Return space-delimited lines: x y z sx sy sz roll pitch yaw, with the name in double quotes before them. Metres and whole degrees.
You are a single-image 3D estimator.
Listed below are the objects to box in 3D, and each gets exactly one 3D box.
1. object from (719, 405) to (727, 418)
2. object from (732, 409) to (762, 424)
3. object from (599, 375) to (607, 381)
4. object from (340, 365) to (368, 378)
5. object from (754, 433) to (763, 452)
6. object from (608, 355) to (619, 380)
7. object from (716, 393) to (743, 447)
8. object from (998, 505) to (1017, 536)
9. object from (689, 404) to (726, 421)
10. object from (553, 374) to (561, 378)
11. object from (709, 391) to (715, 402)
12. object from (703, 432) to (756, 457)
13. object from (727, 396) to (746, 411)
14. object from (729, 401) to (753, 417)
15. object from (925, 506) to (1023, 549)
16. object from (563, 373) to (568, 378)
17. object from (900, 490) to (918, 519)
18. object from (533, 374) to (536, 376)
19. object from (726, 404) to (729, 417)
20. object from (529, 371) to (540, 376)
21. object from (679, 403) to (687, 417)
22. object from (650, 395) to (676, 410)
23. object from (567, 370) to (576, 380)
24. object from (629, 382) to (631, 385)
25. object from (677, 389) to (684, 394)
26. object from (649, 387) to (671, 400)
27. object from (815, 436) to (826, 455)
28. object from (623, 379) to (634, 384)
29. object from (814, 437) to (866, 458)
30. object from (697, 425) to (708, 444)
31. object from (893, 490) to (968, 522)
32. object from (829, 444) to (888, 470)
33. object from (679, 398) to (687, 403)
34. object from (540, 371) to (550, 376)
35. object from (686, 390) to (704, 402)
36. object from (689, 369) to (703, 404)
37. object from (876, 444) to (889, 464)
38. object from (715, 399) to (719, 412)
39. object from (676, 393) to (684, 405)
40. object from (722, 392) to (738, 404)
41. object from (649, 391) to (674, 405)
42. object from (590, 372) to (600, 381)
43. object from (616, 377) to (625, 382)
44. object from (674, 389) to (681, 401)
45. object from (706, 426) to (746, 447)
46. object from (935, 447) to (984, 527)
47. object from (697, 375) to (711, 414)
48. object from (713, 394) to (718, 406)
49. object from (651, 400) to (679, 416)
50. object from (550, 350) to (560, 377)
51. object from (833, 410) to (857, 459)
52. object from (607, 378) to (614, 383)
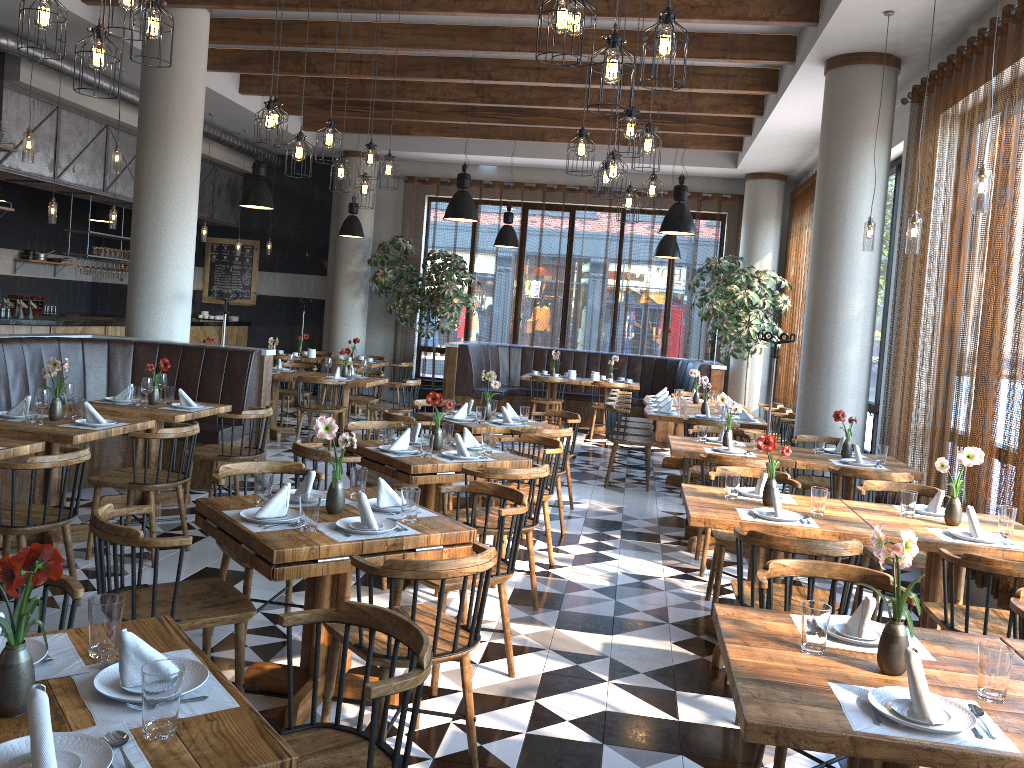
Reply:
"object" 2.118 0.274 8.902 0.080 0.132 0.080 4 3 -7
"object" 2.331 0.294 8.815 0.272 0.137 0.352 5 4 8
"object" 1.364 -0.091 13.288 0.175 0.067 0.176 1 5 -37
"object" -1.883 -0.156 10.451 0.352 0.137 0.272 5 4 8
"object" 1.816 0.434 6.527 0.080 0.132 0.080 4 3 -7
"object" 1.483 -0.224 12.962 0.146 0.399 0.207 5 3 13
"object" 1.624 0.273 6.679 0.206 0.399 0.147 3 3 -28
"object" 2.363 0.653 4.234 0.080 0.132 0.080 7 4 43
"object" 1.930 0.269 8.738 0.352 0.137 0.272 5 4 8
"object" 0.634 -0.115 12.861 0.176 0.067 0.175 8 6 43
"object" 2.436 0.150 10.810 0.080 0.132 0.080 4 3 -7
"object" 1.573 0.423 6.392 0.352 0.137 0.272 5 4 8
"object" 2.506 0.213 10.040 0.272 0.137 0.352 5 4 8
"object" 2.412 0.256 9.382 0.272 0.137 0.352 5 4 8
"object" 2.140 0.644 4.093 0.352 0.137 0.272 5 4 8
"object" 0.843 -0.132 13.310 0.176 0.067 0.176 6 4 18
"object" 1.997 0.607 4.467 0.080 0.132 0.080 7 4 43
"object" 0.328 -0.131 13.044 0.053 0.025 0.049 4 4 -3
"object" 2.182 0.265 9.080 0.080 0.132 0.080 4 3 -7
"object" 0.341 -0.159 13.142 0.175 0.067 0.176 4 4 0
"object" 1.679 0.253 8.729 0.080 0.132 0.080 4 3 -7
"object" 1.625 0.186 9.517 0.272 0.137 0.352 5 4 8
"object" 0.878 -0.136 12.992 0.129 0.128 0.130 2 4 -38
"object" 1.706 -0.006 12.804 0.034 0.023 0.155 4 4 -2
"object" 2.023 0.131 10.648 0.080 0.132 0.080 4 3 -7
"object" 1.801 0.104 10.746 0.272 0.137 0.352 5 4 8
"object" 2.307 0.463 6.639 0.080 0.132 0.080 6 3 33
"object" 1.706 -0.037 12.937 0.175 0.067 0.176 4 4 -2
"object" 2.520 0.465 6.796 0.352 0.137 0.272 5 4 8
"object" 1.450 0.388 6.759 0.080 0.132 0.080 4 3 -7
"object" 2.209 0.609 4.622 0.352 0.137 0.272 5 4 8
"object" 2.450 0.500 6.268 0.352 0.137 0.272 5 4 8
"object" 1.798 0.214 9.350 0.080 0.132 0.080 4 3 -7
"object" 0.497 -0.166 13.390 0.175 0.067 0.176 1 5 -37
"object" 2.210 0.132 10.796 0.352 0.137 0.272 5 4 8
"object" 2.171 0.028 10.397 0.207 0.399 0.146 5 2 7
"object" 2.673 0.509 6.406 0.080 0.132 0.080 6 3 33
"object" 2.224 0.231 9.559 0.080 0.132 0.080 4 3 -7
"object" 1.891 0.171 9.998 0.080 0.132 0.080 4 3 -7
"object" 2.592 0.173 10.644 0.272 0.137 0.352 5 4 8
"object" 1.719 0.142 10.174 0.272 0.137 0.352 5 4 8
"object" 1.222 -0.112 13.021 0.129 0.128 0.130 2 4 -38
"object" 1.639 -0.063 13.197 0.176 0.067 0.176 6 4 21
"object" 1.970 0.135 10.550 0.080 0.132 0.080 4 3 -7
"object" 1.642 0.388 6.920 0.352 0.137 0.272 5 4 8
"object" 2.172 0.497 4.323 0.207 0.399 0.146 5 2 12
"object" 1.975 0.110 9.137 0.146 0.399 0.207 5 3 13
"object" 2.351 0.190 10.217 0.080 0.132 0.080 4 3 -7
"object" 1.544 0.223 8.949 0.272 0.137 0.352 5 4 8
"object" 0.641 -0.301 13.123 0.146 0.399 0.207 3 3 -25
"object" 2.448 0.369 6.553 0.171 0.354 0.156 6 3 31
"object" 1.410 -0.044 12.727 0.175 0.067 0.176 4 4 -9
